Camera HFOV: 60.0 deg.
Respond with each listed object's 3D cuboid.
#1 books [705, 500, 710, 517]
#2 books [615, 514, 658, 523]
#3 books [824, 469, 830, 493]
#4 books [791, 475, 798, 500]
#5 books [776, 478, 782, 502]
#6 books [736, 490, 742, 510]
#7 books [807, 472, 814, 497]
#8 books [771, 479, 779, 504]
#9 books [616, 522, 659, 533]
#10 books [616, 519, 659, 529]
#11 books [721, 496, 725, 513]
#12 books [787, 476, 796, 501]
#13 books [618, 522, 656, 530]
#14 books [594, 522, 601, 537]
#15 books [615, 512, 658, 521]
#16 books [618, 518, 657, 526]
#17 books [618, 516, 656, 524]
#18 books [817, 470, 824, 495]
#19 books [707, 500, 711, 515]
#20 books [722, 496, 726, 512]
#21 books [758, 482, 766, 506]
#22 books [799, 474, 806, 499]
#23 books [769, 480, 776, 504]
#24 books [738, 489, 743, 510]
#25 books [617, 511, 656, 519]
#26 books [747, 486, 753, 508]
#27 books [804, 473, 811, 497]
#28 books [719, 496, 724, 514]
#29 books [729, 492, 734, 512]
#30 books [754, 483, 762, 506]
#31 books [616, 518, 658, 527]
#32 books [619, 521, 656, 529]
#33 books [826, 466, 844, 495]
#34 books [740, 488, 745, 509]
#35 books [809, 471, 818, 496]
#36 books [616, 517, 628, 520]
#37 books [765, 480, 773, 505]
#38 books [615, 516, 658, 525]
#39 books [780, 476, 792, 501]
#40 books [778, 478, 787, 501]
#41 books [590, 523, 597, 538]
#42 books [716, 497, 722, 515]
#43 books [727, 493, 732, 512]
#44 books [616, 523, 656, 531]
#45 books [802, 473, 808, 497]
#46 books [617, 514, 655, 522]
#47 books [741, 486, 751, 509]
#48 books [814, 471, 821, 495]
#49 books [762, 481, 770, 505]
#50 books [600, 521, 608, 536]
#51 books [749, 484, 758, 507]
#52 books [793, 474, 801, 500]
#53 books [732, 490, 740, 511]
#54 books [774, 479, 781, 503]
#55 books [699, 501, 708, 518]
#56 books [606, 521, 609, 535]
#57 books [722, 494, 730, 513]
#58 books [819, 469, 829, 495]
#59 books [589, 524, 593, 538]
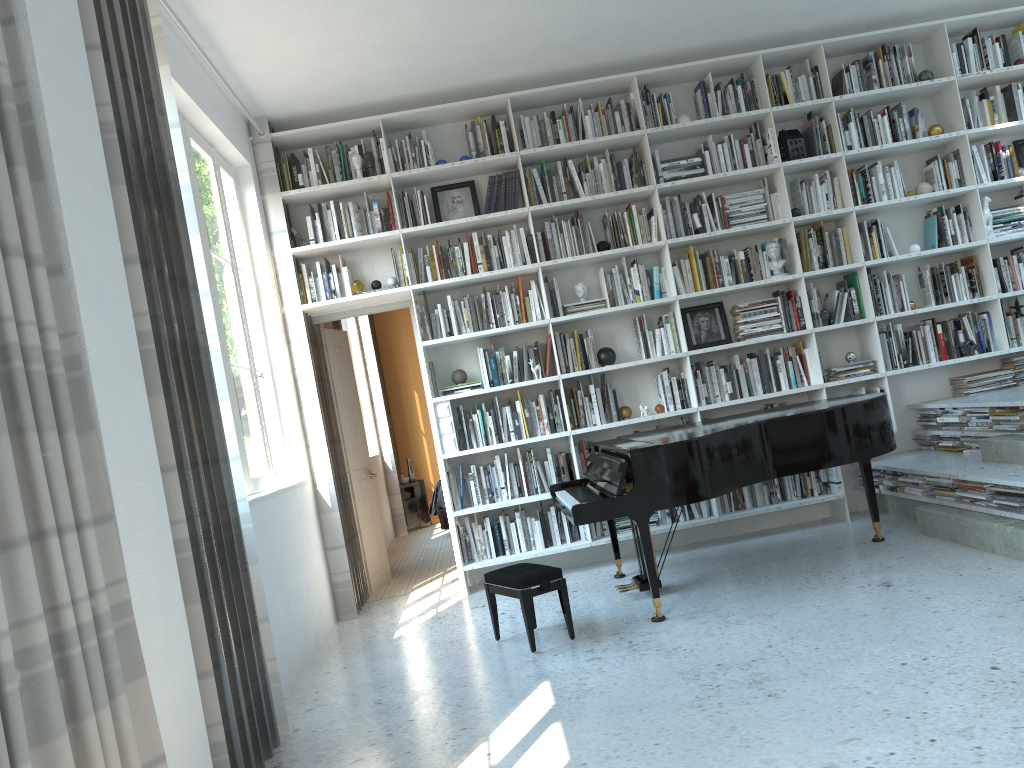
[{"bbox_3d":[1.273,0.787,5.916,0.024,0.179,0.171,-10,-1,-3],"label":"books"},{"bbox_3d":[0.815,0.889,5.899,0.285,0.007,0.159,-10,-2,-6],"label":"books"},{"bbox_3d":[2.080,0.637,5.953,0.023,0.182,0.149,-10,-1,-3],"label":"books"},{"bbox_3d":[1.846,0.624,5.933,0.011,0.292,0.184,-10,-1,-3],"label":"books"},{"bbox_3d":[1.753,0.657,5.946,0.024,0.262,0.131,-10,-1,-3],"label":"books"},{"bbox_3d":[1.489,0.717,5.935,0.012,0.239,0.128,-10,-1,-3],"label":"books"},{"bbox_3d":[1.967,0.654,5.949,0.024,0.191,0.155,-10,-1,-3],"label":"books"},{"bbox_3d":[1.715,0.626,5.928,0.014,0.335,0.183,-10,-1,-3],"label":"books"},{"bbox_3d":[0.825,0.951,5.907,0.285,0.007,0.159,-10,-2,-2],"label":"books"},{"bbox_3d":[0.820,0.923,5.898,0.285,0.007,0.159,-10,-2,-6],"label":"books"},{"bbox_3d":[1.367,0.688,5.931,0.014,0.340,0.140,-10,-1,-3],"label":"books"},{"bbox_3d":[1.834,0.668,5.930,0.029,0.210,0.170,-10,-1,-3],"label":"books"},{"bbox_3d":[0.822,0.937,5.907,0.254,0.007,0.161,-10,-2,-2],"label":"books"},{"bbox_3d":[0.562,0.916,5.889,0.053,0.184,0.148,-10,-1,-3],"label":"books"},{"bbox_3d":[0.813,0.875,5.897,0.285,0.007,0.159,-10,-2,-7],"label":"books"},{"bbox_3d":[0.820,0.909,5.899,0.254,0.007,0.161,-10,-2,-6],"label":"books"},{"bbox_3d":[0.817,0.896,5.899,0.254,0.007,0.161,-10,-2,-6],"label":"books"},{"bbox_3d":[2.028,0.609,5.946,0.012,0.256,0.176,-10,-1,-3],"label":"books"},{"bbox_3d":[1.289,0.755,5.937,0.021,0.237,0.115,-10,-1,-3],"label":"books"},{"bbox_3d":[1.385,0.727,5.943,0.010,0.259,0.131,-10,-1,-3],"label":"books"},{"bbox_3d":[1.642,0.678,5.943,0.028,0.261,0.132,-10,-1,-3],"label":"books"},{"bbox_3d":[1.899,0.601,5.929,0.013,0.317,0.186,-10,-1,-3],"label":"books"},{"bbox_3d":[1.708,0.690,5.935,0.022,0.213,0.167,-10,-1,-3],"label":"books"},{"bbox_3d":[1.497,0.697,5.940,0.012,0.276,0.154,-10,-1,-3],"label":"books"},{"bbox_3d":[0.810,0.862,5.906,0.285,0.007,0.159,-10,-2,-1],"label":"books"},{"bbox_3d":[1.564,0.725,5.948,0.030,0.197,0.143,-10,-1,-3],"label":"books"},{"bbox_3d":[1.944,0.623,5.939,0.011,0.258,0.171,-10,-1,-3],"label":"books"},{"bbox_3d":[1.357,0.710,5.913,0.014,0.300,0.184,-10,-1,-3],"label":"books"},{"bbox_3d":[1.438,0.690,5.927,0.034,0.311,0.170,-10,-1,-3],"label":"books"},{"bbox_3d":[1.615,0.696,5.942,0.030,0.234,0.138,-10,-1,-3],"label":"books"},{"bbox_3d":[0.821,0.916,5.896,0.285,0.007,0.159,-11,-2,3],"label":"books"},{"bbox_3d":[0.821,0.930,5.905,0.254,0.007,0.161,-10,-2,-1],"label":"books"},{"bbox_3d":[2.105,0.586,5.887,0.038,0.269,0.277,-10,-1,-3],"label":"books"},{"bbox_3d":[1.511,0.705,5.941,0.012,0.255,0.150,-10,-1,-3],"label":"books"},{"bbox_3d":[1.988,0.642,5.940,0.022,0.205,0.191,-10,-1,-3],"label":"books"},{"bbox_3d":[0.811,0.869,5.906,0.254,0.007,0.161,-10,-2,-1],"label":"books"},{"bbox_3d":[1.685,0.658,5.930,0.013,0.285,0.185,-10,-1,-3],"label":"books"},{"bbox_3d":[0.818,0.902,5.903,0.285,0.007,0.159,-10,-2,0],"label":"books"},{"bbox_3d":[1.815,0.673,5.924,0.010,0.206,0.180,-10,-1,-3],"label":"books"},{"bbox_3d":[1.789,0.676,5.955,0.040,0.212,0.129,-10,-1,-3],"label":"books"},{"bbox_3d":[0.522,0.916,5.895,0.025,0.198,0.160,-10,-1,-3],"label":"books"},{"bbox_3d":[1.342,0.735,5.911,0.026,0.256,0.183,-10,-1,-3],"label":"books"},{"bbox_3d":[1.413,0.681,5.925,0.012,0.337,0.144,-10,-1,-3],"label":"books"},{"bbox_3d":[0.824,0.943,5.898,0.254,0.007,0.161,-11,-2,2],"label":"books"},{"bbox_3d":[1.926,0.637,5.953,0.028,0.238,0.140,-10,-1,-3],"label":"books"},{"bbox_3d":[0.814,0.882,5.906,0.254,0.007,0.161,-10,-2,-1],"label":"books"},{"bbox_3d":[1.536,0.725,5.917,0.028,0.206,0.175,-10,-1,-3],"label":"books"},{"bbox_3d":[2.010,0.627,5.953,0.028,0.227,0.162,-10,-1,-3],"label":"books"},{"bbox_3d":[1.673,0.701,5.942,0.024,0.203,0.144,-10,-1,-3],"label":"books"},{"bbox_3d":[0.595,0.885,5.889,0.023,0.231,0.164,-10,-1,-3],"label":"books"},{"bbox_3d":[1.583,0.672,5.939,0.026,0.294,0.155,-10,-1,-3],"label":"books"},{"bbox_3d":[1.877,0.639,5.923,0.044,0.251,0.187,-10,-1,-3],"label":"books"},{"bbox_3d":[1.471,0.717,5.938,0.022,0.247,0.144,-10,-1,-3],"label":"books"},{"bbox_3d":[1.733,0.647,5.929,0.014,0.288,0.185,-10,-1,-3],"label":"books"},{"bbox_3d":[1.242,0.751,5.899,0.024,0.260,0.189,-10,-1,-3],"label":"books"},{"bbox_3d":[0.620,0.883,5.899,0.027,0.227,0.139,-10,-1,-3],"label":"books"},{"bbox_3d":[1.402,0.721,5.934,0.025,0.263,0.145,-10,-1,-3],"label":"books"},{"bbox_3d":[2.052,0.624,5.940,0.029,0.217,0.191,-10,-1,-3],"label":"books"},{"bbox_3d":[0.501,0.903,5.899,0.012,0.230,0.138,-10,-1,-3],"label":"books"}]
